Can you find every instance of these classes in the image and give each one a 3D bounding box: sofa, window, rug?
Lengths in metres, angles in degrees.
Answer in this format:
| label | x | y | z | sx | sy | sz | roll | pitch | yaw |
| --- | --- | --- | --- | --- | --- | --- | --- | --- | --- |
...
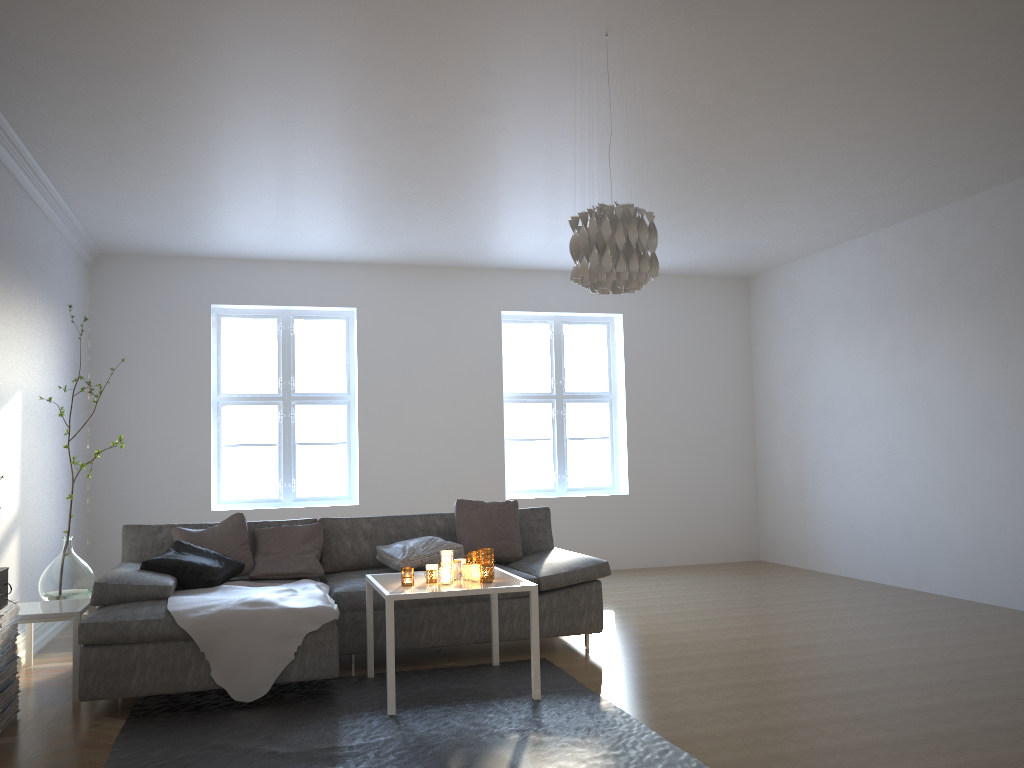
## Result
| label | x | y | z | sx | sy | sz | roll | pitch | yaw |
| --- | --- | --- | --- | --- | --- | --- | --- | --- | --- |
| sofa | -0.792 | 1.134 | 4.831 | 2.632 | 0.771 | 1.556 | 0 | -5 | -16 |
| window | -1.976 | 0.207 | 7.726 | 1.201 | 1.708 | 0.077 | 0 | -4 | -16 |
| rug | -0.487 | 1.361 | 3.419 | 2.015 | 0.055 | 2.114 | 0 | -5 | -17 |
| window | 0.431 | 0.205 | 8.437 | 1.201 | 1.708 | 0.077 | 0 | -4 | -16 |

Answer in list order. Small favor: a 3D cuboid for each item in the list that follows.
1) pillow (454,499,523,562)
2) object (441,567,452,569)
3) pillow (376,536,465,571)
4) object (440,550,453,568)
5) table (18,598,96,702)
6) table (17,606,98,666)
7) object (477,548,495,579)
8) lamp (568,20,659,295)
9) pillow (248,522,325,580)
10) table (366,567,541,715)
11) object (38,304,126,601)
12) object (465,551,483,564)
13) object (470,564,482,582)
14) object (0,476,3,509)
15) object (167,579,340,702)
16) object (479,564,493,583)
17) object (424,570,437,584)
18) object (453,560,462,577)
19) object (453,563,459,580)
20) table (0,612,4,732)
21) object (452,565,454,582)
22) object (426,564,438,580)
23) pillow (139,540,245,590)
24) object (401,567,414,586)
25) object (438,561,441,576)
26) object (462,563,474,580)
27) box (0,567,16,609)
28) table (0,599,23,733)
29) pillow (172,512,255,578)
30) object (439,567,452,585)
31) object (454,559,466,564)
| label | x | y | z | sx | sy | sz | roll | pitch | yaw |
| --- | --- | --- | --- | --- | --- | --- | --- | --- | --- |
| pillow | -0.143 | 0.900 | 5.466 | 0.426 | 0.389 | 0.242 | 0 | -4 | -16 |
| object | -0.302 | 0.873 | 4.048 | 0.056 | 0.066 | 0.056 | -4 | -5 | 35 |
| pillow | -0.530 | 0.990 | 5.132 | 0.404 | 0.194 | 0.406 | 1 | -5 | -30 |
| object | -0.299 | 0.806 | 4.084 | 0.060 | 0.073 | 0.060 | -1 | -4 | -1 |
| table | -2.258 | 1.276 | 4.241 | 0.423 | 0.411 | 0.437 | 0 | -4 | -16 |
| table | -2.398 | 1.365 | 4.719 | 0.423 | 0.319 | 0.437 | 0 | -4 | -16 |
| object | -0.123 | 0.849 | 4.180 | 0.090 | 0.139 | 0.087 | -5 | -6 | 44 |
| lamp | 0.400 | -0.901 | 3.589 | 0.355 | 1.064 | 0.354 | -3 | -4 | 26 |
| pillow | -1.283 | 0.960 | 5.069 | 0.414 | 0.311 | 0.337 | -1 | -4 | -11 |
| table | -0.302 | 1.176 | 4.175 | 0.674 | 0.504 | 0.716 | 0 | -5 | -16 |
| object | -2.247 | 0.364 | 4.723 | 0.776 | 1.673 | 0.340 | -4 | -5 | 33 |
| object | -0.184 | 0.885 | 4.388 | 0.080 | 0.104 | 0.080 | 1 | -5 | -26 |
| object | -0.166 | 0.878 | 4.119 | 0.060 | 0.073 | 0.060 | 1 | -5 | -27 |
| object | -2.033 | 0.554 | 3.166 | 0.368 | 0.526 | 0.438 | 0 | -4 | -16 |
| object | -1.247 | 1.204 | 4.233 | 0.812 | 0.436 | 0.726 | 0 | -5 | -18 |
| object | -0.117 | 0.870 | 4.068 | 0.060 | 0.079 | 0.060 | 1 | -5 | -26 |
| object | -0.372 | 0.889 | 4.094 | 0.052 | 0.058 | 0.050 | -5 | -6 | 43 |
| object | -0.272 | 0.896 | 4.303 | 0.060 | 0.073 | 0.060 | -2 | -4 | 8 |
| object | -0.280 | 0.887 | 4.191 | 0.060 | 0.073 | 0.060 | -4 | -5 | 29 |
| table | -2.138 | 1.159 | 3.415 | 0.246 | 0.498 | 0.327 | 0 | -4 | -16 |
| object | -0.296 | 0.881 | 4.115 | 0.060 | 0.073 | 0.060 | 2 | -5 | -36 |
| object | -0.376 | 0.888 | 4.171 | 0.060 | 0.073 | 0.060 | -2 | -4 | 8 |
| pillow | -1.665 | 0.954 | 4.647 | 0.401 | 0.248 | 0.421 | -2 | -4 | 4 |
| object | -0.474 | 0.876 | 4.030 | 0.060 | 0.079 | 0.060 | 0 | -4 | -22 |
| object | -0.337 | 0.904 | 4.345 | 0.054 | 0.068 | 0.047 | -4 | -5 | 34 |
| object | -0.206 | 0.883 | 4.170 | 0.060 | 0.073 | 0.060 | 1 | -5 | -27 |
| box | -2.179 | 0.763 | 3.552 | 0.298 | 0.315 | 0.420 | 0 | -4 | -16 |
| table | -2.227 | 1.186 | 3.716 | 0.246 | 0.498 | 0.327 | 0 | -4 | -16 |
| pillow | -1.680 | 0.936 | 5.012 | 0.430 | 0.402 | 0.324 | 1 | -5 | -29 |
| object | -0.302 | 0.876 | 4.048 | 0.060 | 0.073 | 0.060 | 2 | -5 | -36 |
| object | -0.255 | 0.901 | 4.368 | 0.060 | 0.073 | 0.060 | -4 | -5 | 35 |
